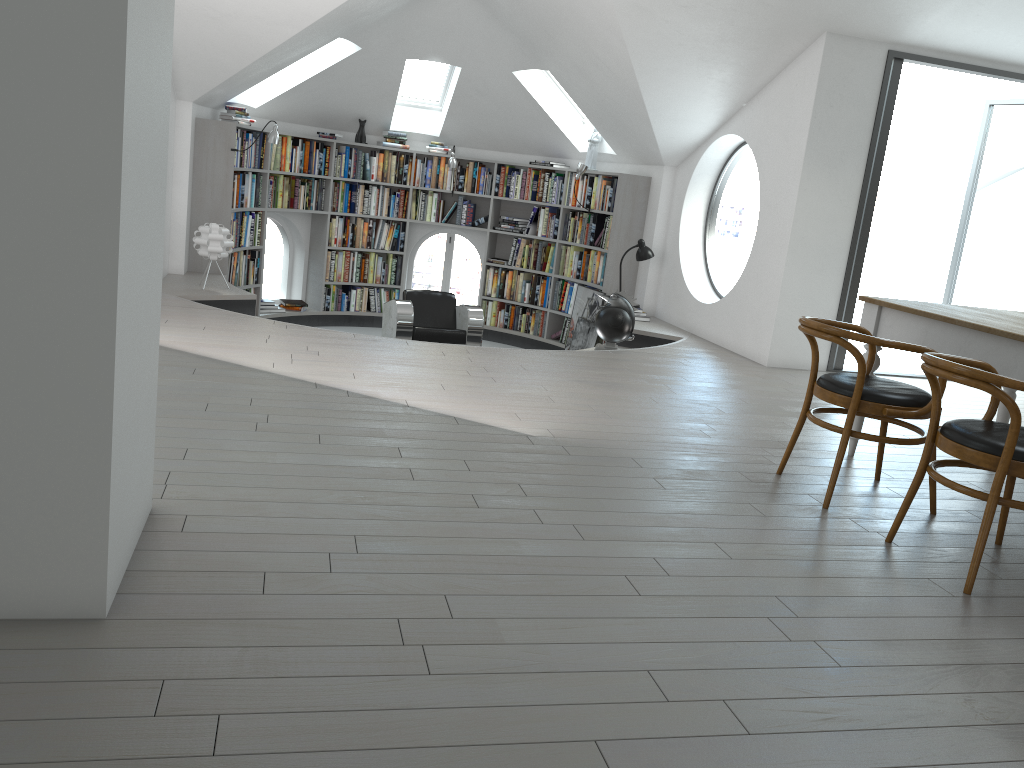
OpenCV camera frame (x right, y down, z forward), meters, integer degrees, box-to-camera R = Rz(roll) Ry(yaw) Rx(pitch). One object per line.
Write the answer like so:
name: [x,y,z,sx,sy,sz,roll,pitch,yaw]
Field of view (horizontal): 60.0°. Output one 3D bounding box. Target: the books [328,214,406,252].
books: [-1.688,-1.726,10.119,0.997,0.349,0.299,0,14,-31]

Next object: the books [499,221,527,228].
books: [0.040,-1.836,10.218,0.287,0.031,0.270,16,15,34]

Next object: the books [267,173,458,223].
books: [-1.750,-2.050,9.827,2.529,0.369,0.594,-1,15,-33]

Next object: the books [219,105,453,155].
books: [-1.855,-2.689,9.441,2.817,0.172,0.751,-5,17,-43]

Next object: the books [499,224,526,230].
books: [0.037,-1.806,10.224,0.286,0.031,0.270,12,13,20]

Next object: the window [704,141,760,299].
window: [2.084,-1.425,7.828,0.104,1.462,1.480,4,12,-15]

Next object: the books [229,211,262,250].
books: [-2.687,-1.491,8.529,0.260,0.357,1.025,7,12,2]

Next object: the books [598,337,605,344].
books: [1.013,-0.278,8.588,0.272,0.296,1.154,7,13,-1]

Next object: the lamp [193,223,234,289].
lamp: [-2.435,-1.041,7.209,0.305,0.522,0.307,1,13,-26]

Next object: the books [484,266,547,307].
books: [0.093,-1.136,10.217,0.874,0.349,0.273,13,13,26]

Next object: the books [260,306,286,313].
books: [-2.702,-0.821,9.549,0.389,0.042,0.366,18,17,40]

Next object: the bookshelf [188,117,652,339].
bookshelf: [-1.044,-1.551,9.505,4.330,1.870,2.122,4,12,-14]

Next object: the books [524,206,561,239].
books: [0.437,-1.818,9.956,0.555,0.349,0.256,14,14,31]

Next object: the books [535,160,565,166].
books: [0.425,-2.474,9.929,0.233,0.027,0.249,-4,17,-41]

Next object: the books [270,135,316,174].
books: [-2.385,-2.404,9.244,0.270,0.371,0.795,13,14,28]

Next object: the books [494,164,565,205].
books: [0.249,-2.248,9.992,0.972,0.365,0.307,14,13,28]

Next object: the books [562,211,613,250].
books: [0.905,-1.634,9.390,0.279,0.356,1.058,1,14,-28]

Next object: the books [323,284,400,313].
books: [-1.780,-0.998,10.258,1.019,0.305,0.289,0,14,-29]

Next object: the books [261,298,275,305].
books: [-2.694,-0.885,9.537,0.213,0.036,0.228,-3,16,-37]

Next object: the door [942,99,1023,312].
door: [4.347,-1.256,7.662,0.080,2.334,1.057,1,13,-29]

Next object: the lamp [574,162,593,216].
lamp: [0.770,-2.018,9.196,0.275,0.522,0.113,2,12,-24]

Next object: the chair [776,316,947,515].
chair: [1.467,0.115,3.755,0.621,0.731,0.530,5,12,-11]

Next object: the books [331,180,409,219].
books: [-1.662,-2.104,10.083,1.028,0.357,0.302,0,14,-28]

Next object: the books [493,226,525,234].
books: [0.033,-1.774,10.230,0.389,0.042,0.367,13,14,25]

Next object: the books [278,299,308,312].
books: [-2.415,-0.867,9.792,0.318,0.099,0.293,4,13,-13]

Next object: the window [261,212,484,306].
window: [-1.788,-1.381,10.267,3.230,1.144,0.620,0,13,-28]

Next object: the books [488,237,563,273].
books: [0.208,-1.487,10.096,0.976,0.350,0.252,14,13,27]

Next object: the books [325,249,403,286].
books: [-1.723,-1.351,10.201,1.031,0.355,0.294,0,14,-29]

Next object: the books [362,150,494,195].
books: [-0.954,-2.433,10.157,1.565,0.365,0.396,5,12,-9]

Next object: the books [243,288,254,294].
books: [-2.807,-0.786,8.732,0.283,0.318,0.923,8,12,3]

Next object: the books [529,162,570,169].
books: [0.421,-2.447,9.934,0.337,0.036,0.317,17,16,37]

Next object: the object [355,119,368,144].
object: [-1.660,-2.800,9.841,0.147,0.263,0.203,3,12,-18]

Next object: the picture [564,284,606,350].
picture: [0.746,-0.576,9.270,0.090,0.858,0.582,2,13,-24]

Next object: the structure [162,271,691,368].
structure: [-0.820,-0.473,8.342,4.723,0.689,4.722,14,14,29]

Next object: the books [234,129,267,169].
books: [-2.623,-2.237,8.392,0.300,0.359,1.038,7,12,1]

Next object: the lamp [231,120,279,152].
lamp: [-2.309,-2.234,7.990,0.413,0.310,0.117,3,12,-18]

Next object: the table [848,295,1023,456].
table: [2.531,0.388,2.970,1.018,0.794,3.370,4,13,-14]

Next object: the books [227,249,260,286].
books: [-2.755,-0.897,8.376,0.390,0.691,1.650,6,12,-5]

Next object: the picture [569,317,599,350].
picture: [0.725,-0.381,9.120,0.107,0.552,0.492,2,13,-24]

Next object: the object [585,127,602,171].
object: [0.860,-2.503,9.430,0.179,0.470,0.180,6,11,-6]

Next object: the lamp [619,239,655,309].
lamp: [1.183,-1.066,8.513,0.322,0.656,0.235,7,11,1]

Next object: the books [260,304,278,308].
books: [-2.698,-0.854,9.543,0.269,0.031,0.287,-3,16,-37]

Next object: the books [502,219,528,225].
books: [0.044,-1.867,10.212,0.227,0.036,0.214,16,15,34]

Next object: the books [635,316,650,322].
books: [1.097,-0.669,8.589,0.365,0.042,0.390,4,13,-14]

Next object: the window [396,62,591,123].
window: [-0.831,-3.267,9.169,4.053,0.709,1.944,4,13,-14]

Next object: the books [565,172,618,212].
books: [0.947,-2.009,9.327,0.292,0.360,1.020,0,14,-32]

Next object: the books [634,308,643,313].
books: [1.105,-0.736,8.576,0.269,0.031,0.287,6,13,-5]

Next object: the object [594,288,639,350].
object: [0.858,-0.526,7.433,0.320,0.559,0.322,-3,15,-41]

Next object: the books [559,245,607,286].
books: [0.868,-1.260,9.461,0.275,0.346,1.027,1,14,-29]

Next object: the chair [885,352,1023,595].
chair: [1.673,0.294,3.075,0.621,0.731,0.530,4,12,-15]

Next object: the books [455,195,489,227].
books: [-0.426,-1.991,10.270,0.399,0.339,0.225,8,12,5]

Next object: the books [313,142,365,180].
books: [-1.957,-2.459,9.774,0.682,0.344,0.266,-2,15,-37]

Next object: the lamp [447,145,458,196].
lamp: [-0.678,-2.388,9.951,0.113,0.563,0.360,6,12,-8]

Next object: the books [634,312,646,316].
books: [1.102,-0.705,8.582,0.286,0.034,0.306,1,14,-24]

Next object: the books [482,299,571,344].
books: [0.263,-0.715,10.106,1.503,0.309,0.360,16,15,36]

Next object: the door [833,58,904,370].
door: [2.581,-1.377,7.231,0.080,2.334,1.058,4,12,-15]

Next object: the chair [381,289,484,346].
chair: [-0.777,-0.500,8.459,0.822,0.715,0.746,3,13,-20]

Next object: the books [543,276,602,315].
books: [0.775,-0.907,9.585,0.304,0.357,1.191,-1,15,-33]

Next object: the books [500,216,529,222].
books: [0.048,-1.897,10.206,0.269,0.031,0.287,-2,15,-34]

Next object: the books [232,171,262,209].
books: [-2.682,-1.867,8.483,0.303,0.346,1.094,7,12,1]
